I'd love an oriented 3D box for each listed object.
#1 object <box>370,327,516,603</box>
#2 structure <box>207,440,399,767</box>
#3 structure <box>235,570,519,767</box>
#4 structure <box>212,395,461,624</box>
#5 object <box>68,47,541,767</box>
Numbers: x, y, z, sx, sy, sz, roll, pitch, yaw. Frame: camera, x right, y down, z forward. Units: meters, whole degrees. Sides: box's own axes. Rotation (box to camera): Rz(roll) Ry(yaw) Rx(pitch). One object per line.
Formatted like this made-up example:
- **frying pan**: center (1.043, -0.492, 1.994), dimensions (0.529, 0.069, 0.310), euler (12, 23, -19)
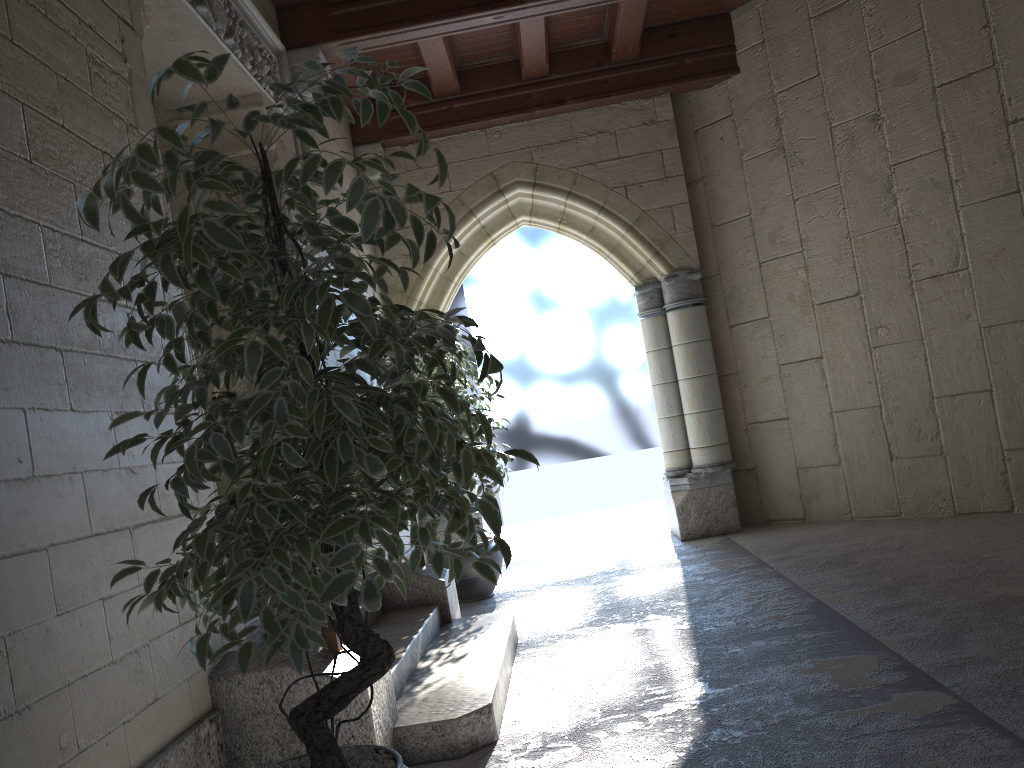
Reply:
- **object**: center (-0.367, 0.428, 5.027), dimensions (0.787, 1.616, 0.752), euler (-10, -1, -1)
- **structure**: center (-0.862, 0.552, 2.587), dimensions (0.888, 1.260, 0.477), euler (-10, -1, 3)
- **structure**: center (-1.339, 0.907, 3.310), dimensions (2.574, 0.809, 1.463), euler (-10, -3, 3)
- **structure**: center (-0.785, 0.621, 3.995), dimensions (0.888, 1.260, 0.473), euler (-10, -1, 3)
- **object**: center (-0.350, 0.230, 1.671), dimensions (0.790, 1.616, 0.749), euler (-11, -1, 34)
